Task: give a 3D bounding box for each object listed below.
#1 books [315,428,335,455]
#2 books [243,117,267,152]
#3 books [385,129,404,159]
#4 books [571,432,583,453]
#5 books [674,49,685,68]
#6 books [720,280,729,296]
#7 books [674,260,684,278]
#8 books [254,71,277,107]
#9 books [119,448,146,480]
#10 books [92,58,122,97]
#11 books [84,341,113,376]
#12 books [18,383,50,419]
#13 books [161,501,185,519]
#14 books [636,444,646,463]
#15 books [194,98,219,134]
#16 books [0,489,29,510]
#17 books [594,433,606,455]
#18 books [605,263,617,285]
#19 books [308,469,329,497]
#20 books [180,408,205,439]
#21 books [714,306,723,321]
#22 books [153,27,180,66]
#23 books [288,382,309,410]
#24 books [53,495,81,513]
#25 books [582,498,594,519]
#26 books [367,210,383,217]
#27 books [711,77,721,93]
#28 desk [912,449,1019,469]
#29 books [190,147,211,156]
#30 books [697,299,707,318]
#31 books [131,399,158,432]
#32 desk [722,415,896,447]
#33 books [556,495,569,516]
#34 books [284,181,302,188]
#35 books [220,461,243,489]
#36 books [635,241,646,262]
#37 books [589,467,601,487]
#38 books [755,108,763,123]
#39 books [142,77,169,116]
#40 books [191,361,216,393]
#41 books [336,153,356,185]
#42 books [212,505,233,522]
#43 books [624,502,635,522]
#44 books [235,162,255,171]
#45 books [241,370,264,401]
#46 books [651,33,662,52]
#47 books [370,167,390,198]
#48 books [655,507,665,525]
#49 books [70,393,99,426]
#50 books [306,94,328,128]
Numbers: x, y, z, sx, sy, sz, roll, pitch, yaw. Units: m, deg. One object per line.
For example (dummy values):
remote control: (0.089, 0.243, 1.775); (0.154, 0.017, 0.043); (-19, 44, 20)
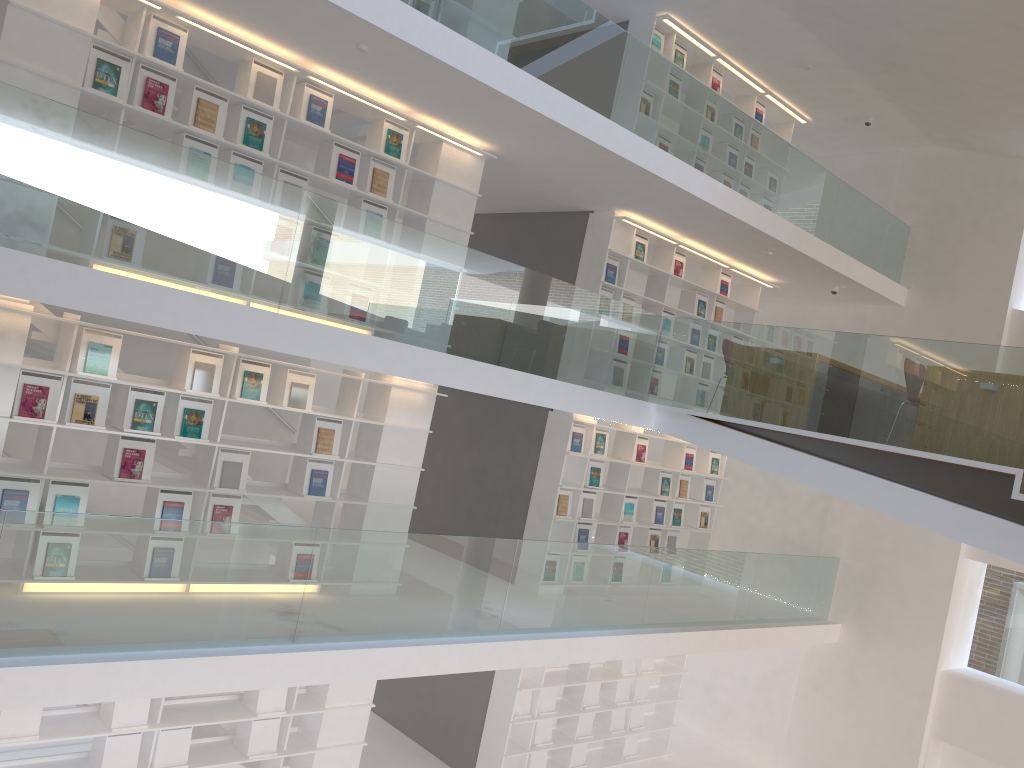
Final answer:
books: (-1.456, 0.452, 6.906); (0.145, 0.210, 0.037); (13, -1, -43)
books: (-1.802, -1.743, 6.210); (0.145, 0.210, 0.037); (13, -1, -43)
books: (-0.930, -1.885, 6.984); (0.145, 0.210, 0.037); (13, -1, -43)
books: (0.656, 0.597, 8.948); (0.145, 0.210, 0.037); (13, -1, -43)
books: (1.747, -3.374, 9.274); (0.145, 0.210, 0.037); (13, -1, -43)
books: (2.469, -1.095, 10.324); (0.145, 0.210, 0.037); (13, -1, -43)
books: (1.820, -1.241, 9.705); (0.145, 0.210, 0.037); (13, -1, -43)
books: (-1.730, -2.066, 6.221); (0.145, 0.210, 0.037); (13, -1, -43)
books: (-2.538, 0.540, 5.930); (0.145, 0.210, 0.037); (13, -1, -43)
books: (-2.525, -1.903, 5.526); (0.145, 0.210, 0.037); (13, -1, -43)
books: (-2.658, -0.156, 5.696); (0.145, 0.210, 0.037); (13, -1, -43)
books: (-2.952, 0.112, 5.477); (0.145, 0.210, 0.037); (13, -1, -43)
books: (-2.361, 0.923, 6.157); (0.145, 0.210, 0.037); (13, -1, -43)
books: (1.404, 0.768, 9.668); (0.145, 0.210, 0.037); (13, -1, -43)
books: (-2.058, -1.801, 5.970); (0.145, 0.210, 0.037); (13, -1, -43)
books: (-3.075, 0.759, 5.471); (0.145, 0.210, 0.037); (13, -1, -43)
books: (0.915, 0.621, 9.194); (0.145, 0.210, 0.037); (13, -1, -43)
books: (1.002, -1.104, 8.974); (0.145, 0.210, 0.037); (13, -1, -43)
books: (-1.508, 0.777, 6.909); (0.145, 0.210, 0.037); (13, -1, -43)
books: (-2.223, 0.280, 6.170); (0.145, 0.210, 0.037); (13, -1, -43)
books: (2.405, -0.787, 10.319); (0.145, 0.210, 0.037); (13, -1, -43)
books: (-2.235, -2.181, 5.738); (0.145, 0.210, 0.037); (13, -1, -43)
books: (-1.612, 0.100, 6.698); (0.145, 0.210, 0.037); (13, -1, -43)
books: (-2.858, 0.820, 5.680); (0.145, 0.210, 0.037); (13, -1, -43)
books: (0.784, 1.294, 9.185); (0.145, 0.210, 0.037); (13, -1, -43)
books: (-1.089, -1.243, 6.948); (0.145, 0.210, 0.037); (13, -1, -43)
books: (2.235, -3.248, 9.742); (0.145, 0.210, 0.037); (13, -1, -43)
desk: (4.394, 0.574, 6.838); (3.196, 0.757, 1.248); (13, -1, -43)
books: (-2.112, -1.472, 5.972); (0.145, 0.210, 0.037); (13, -1, -43)
books: (2.155, -0.843, 10.080); (0.145, 0.210, 0.037); (13, -1, -43)
books: (-2.464, 0.214, 5.944); (0.145, 0.210, 0.037); (13, -1, -43)
desk: (3.182, 0.271, 8.181); (3.194, 0.606, 0.760); (13, -1, -43)
books: (0.512, 1.223, 8.927); (0.145, 0.210, 0.037); (13, -1, -43)
books: (-1.610, -1.355, 6.452); (0.145, 0.210, 0.037); (13, -1, -43)
books: (-2.031, 0.668, 6.413); (0.145, 0.210, 0.037); (13, -1, -43)
books: (1.332, -1.367, 9.236); (0.145, 0.210, 0.037); (13, -1, -43)
books: (0.862, 0.972, 9.202); (0.145, 0.210, 0.037); (13, -1, -43)
books: (2.884, -3.102, 10.362); (0.145, 0.210, 0.037); (13, -1, -43)
books: (-2.305, -1.858, 5.733); (0.145, 0.210, 0.037); (13, -1, -43)
books: (-2.151, -0.042, 6.181); (0.145, 0.210, 0.037); (13, -1, -43)
books: (-1.260, -1.624, 6.730); (0.145, 0.210, 0.037); (13, -1, -43)
books: (-2.099, 0.982, 6.408); (0.145, 0.210, 0.037); (13, -1, -43)
books: (1.274, 1.399, 9.656); (0.145, 0.210, 0.037); (13, -1, -43)
books: (-1.881, -1.423, 6.196); (0.145, 0.210, 0.037); (13, -1, -43)
books: (-1.886, 0.017, 6.434); (0.145, 0.210, 0.037); (13, -1, -43)
books: (1.462, -3.442, 9.000); (0.145, 0.210, 0.037); (13, -1, -43)
books: (-1.035, -1.571, 6.946); (0.145, 0.210, 0.037); (13, -1, -43)
books: (1.673, 1.496, 10.034); (0.145, 0.210, 0.037); (13, -1, -43)
books: (-2.743, 0.175, 5.692); (0.145, 0.210, 0.037); (13, -1, -43)
books: (-1.430, -2.000, 6.507); (0.145, 0.210, 0.037); (13, -1, -43)
